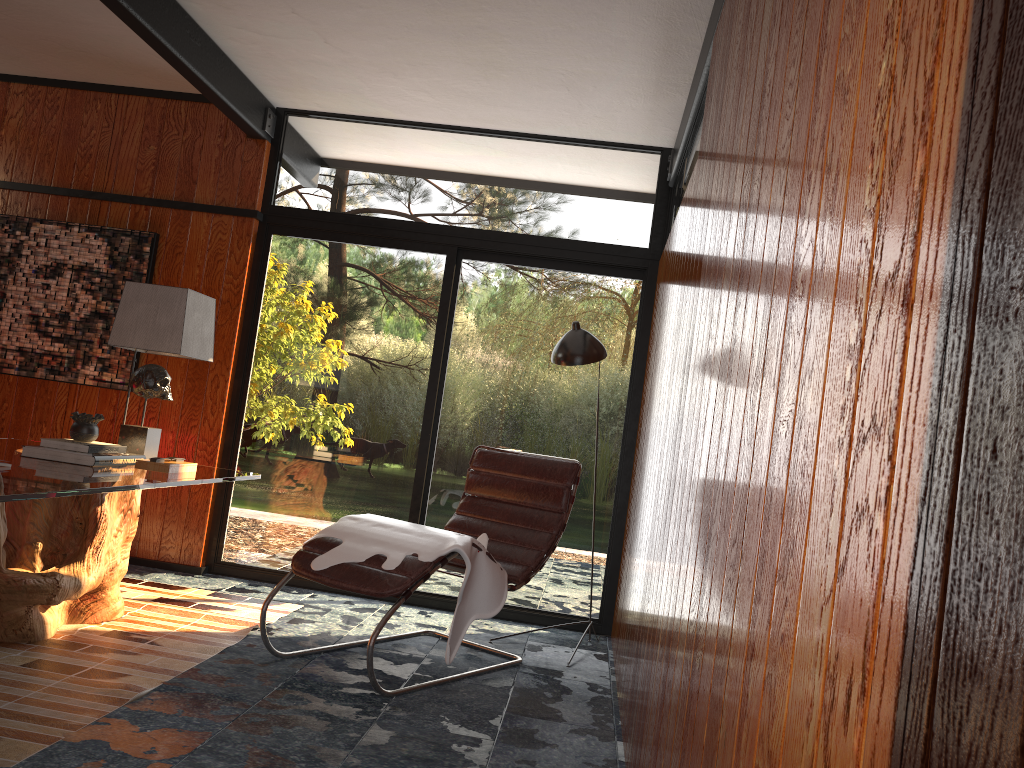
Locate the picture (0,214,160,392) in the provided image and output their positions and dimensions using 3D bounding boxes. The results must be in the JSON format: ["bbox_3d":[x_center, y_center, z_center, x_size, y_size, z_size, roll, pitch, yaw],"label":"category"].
[{"bbox_3d":[-2.435,-0.449,4.828,0.916,0.873,0.061,8,-3,6],"label":"picture"}]

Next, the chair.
[{"bbox_3d":[-0.310,0.683,3.639,0.593,0.886,1.298,6,-4,33],"label":"chair"}]

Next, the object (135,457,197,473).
[{"bbox_3d":[-1.337,0.310,3.441,0.135,0.049,0.238,8,-3,6],"label":"object"}]

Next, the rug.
[{"bbox_3d":[-2.291,0.820,3.197,2.410,0.042,2.439,8,-3,6],"label":"rug"}]

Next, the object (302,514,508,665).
[{"bbox_3d":[-0.379,0.802,3.505,0.897,0.489,0.713,10,-4,-27],"label":"object"}]

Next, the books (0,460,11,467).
[{"bbox_3d":[-1.799,0.200,2.672,0.300,0.049,0.422,6,-4,25],"label":"books"}]

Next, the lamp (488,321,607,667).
[{"bbox_3d":[0.225,0.474,4.196,0.410,1.514,0.595,7,-4,15],"label":"lamp"}]

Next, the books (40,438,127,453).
[{"bbox_3d":[-1.623,0.236,3.365,0.198,0.029,0.249,7,-3,8],"label":"books"}]

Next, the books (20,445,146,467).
[{"bbox_3d":[-1.611,0.272,3.358,0.286,0.040,0.366,8,-3,6],"label":"books"}]

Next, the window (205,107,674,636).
[{"bbox_3d":[-0.369,-0.111,4.771,2.260,2.580,0.085,8,-3,6],"label":"window"}]

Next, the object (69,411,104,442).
[{"bbox_3d":[-1.626,0.164,3.381,0.118,0.114,0.121,8,-3,-1],"label":"object"}]

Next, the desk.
[{"bbox_3d":[-1.775,0.566,2.978,1.150,0.632,1.900,8,-3,6],"label":"desk"}]

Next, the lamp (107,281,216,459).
[{"bbox_3d":[-1.500,-0.038,3.764,0.316,0.732,0.316,8,-3,6],"label":"lamp"}]
